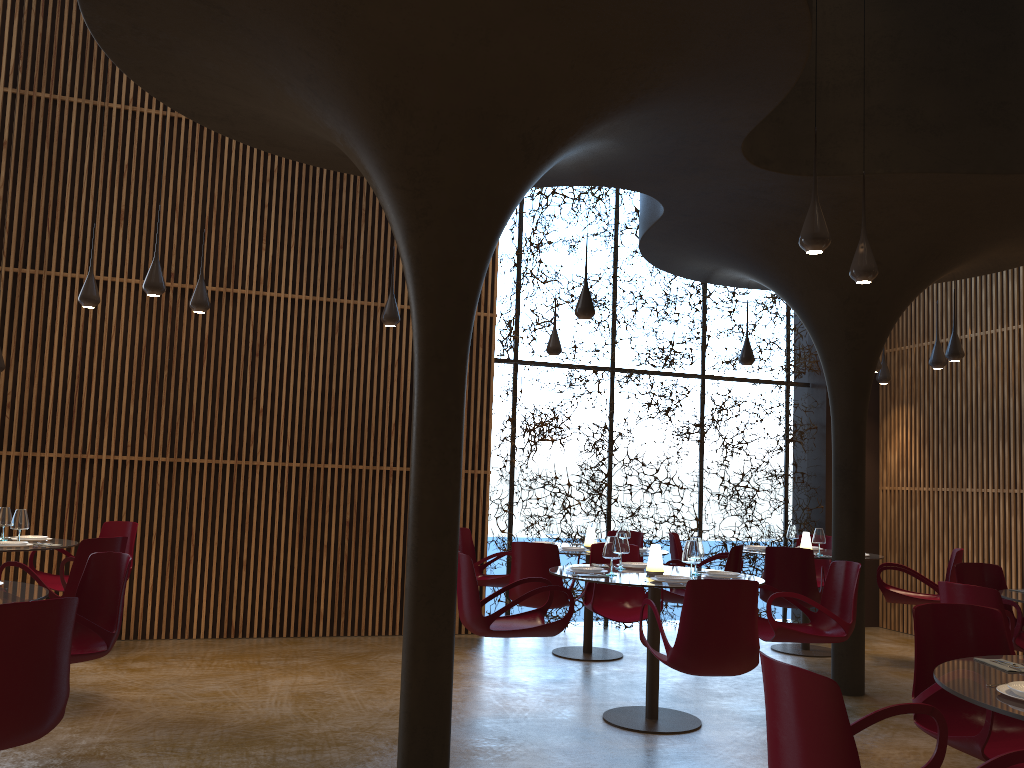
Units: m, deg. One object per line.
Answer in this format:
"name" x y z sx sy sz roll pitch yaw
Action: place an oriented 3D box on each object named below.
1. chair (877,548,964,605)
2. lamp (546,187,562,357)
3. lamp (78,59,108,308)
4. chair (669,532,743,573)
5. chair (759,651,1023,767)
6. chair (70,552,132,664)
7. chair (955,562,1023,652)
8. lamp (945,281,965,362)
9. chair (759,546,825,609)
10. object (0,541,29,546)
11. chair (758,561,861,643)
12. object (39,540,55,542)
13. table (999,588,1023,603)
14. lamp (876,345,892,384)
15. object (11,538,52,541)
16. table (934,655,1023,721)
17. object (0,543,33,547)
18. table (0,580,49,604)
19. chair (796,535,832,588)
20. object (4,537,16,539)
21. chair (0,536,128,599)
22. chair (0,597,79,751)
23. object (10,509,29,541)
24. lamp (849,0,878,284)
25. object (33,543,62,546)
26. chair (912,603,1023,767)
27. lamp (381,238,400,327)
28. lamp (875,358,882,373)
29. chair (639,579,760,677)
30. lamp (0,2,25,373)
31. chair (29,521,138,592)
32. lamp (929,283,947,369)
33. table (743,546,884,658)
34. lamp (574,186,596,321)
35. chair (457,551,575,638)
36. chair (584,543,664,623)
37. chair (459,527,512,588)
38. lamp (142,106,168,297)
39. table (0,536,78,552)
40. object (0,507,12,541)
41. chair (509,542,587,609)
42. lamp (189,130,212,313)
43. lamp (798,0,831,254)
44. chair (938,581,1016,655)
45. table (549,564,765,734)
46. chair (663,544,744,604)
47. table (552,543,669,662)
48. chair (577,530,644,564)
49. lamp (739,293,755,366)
"chair" 4.478 2.105 9.739 0.872 0.634 0.626 0 -6 22
"lamp" 0.611 -3.449 10.804 0.196 6.262 0.196 1 -5 8
"lamp" -3.918 -3.848 8.704 0.196 6.262 0.196 3 -5 -10
"chair" 2.326 2.134 10.696 0.872 0.634 0.626 0 -6 17
"chair" 1.250 1.225 2.908 0.873 0.634 0.626 3 -6 -12
"chair" -2.745 1.344 5.276 0.625 0.634 0.874 -2 -7 35
"chair" 4.000 1.795 7.115 0.625 0.634 0.874 3 -6 -12
"lamp" 5.018 -3.369 10.084 0.196 6.262 0.196 2 -5 -2
"chair" 2.895 1.983 9.162 0.625 0.634 0.875 0 -6 22
"object" -4.172 1.331 7.375 0.263 0.029 0.264 2 -6 1
"chair" 2.318 1.726 7.049 0.873 0.634 0.626 3 -6 -7
"object" -4.346 1.409 8.031 0.410 0.012 0.205 0 -7 19
"table" 4.305 2.086 6.114 1.672 1.128 1.676 3 -6 -8
"lamp" 5.146 -3.121 12.267 0.196 6.262 0.196 1 -5 8
"object" -4.351 1.407 8.032 0.332 0.014 0.332 8 -9 -43
"table" 2.381 1.674 3.054 1.672 1.128 1.676 2 -6 2
"object" -4.172 1.341 7.375 0.332 0.014 0.332 1 -6 7
"table" -3.263 1.614 4.359 1.673 1.128 1.676 -2 -7 36
"chair" 3.787 2.246 11.224 0.625 0.634 0.874 -1 -7 27
"object" -4.621 1.420 8.168 0.126 0.017 0.262 -1 -7 23
"chair" -3.525 1.515 7.060 0.872 0.634 0.626 0 -6 22
"chair" -2.263 1.187 3.712 0.873 0.634 0.626 -1 -7 30
"object" -4.226 1.228 7.611 0.142 0.295 0.142 3 -5 -13
"lamp" 2.630 -3.844 6.608 0.196 6.262 0.196 1 -5 18
"object" -3.993 1.381 7.616 0.262 0.017 0.127 -2 -8 33
"chair" 2.249 1.394 4.095 0.625 0.634 0.875 2 -6 -2
"lamp" -1.105 -3.697 9.140 0.196 6.262 0.196 7 -7 -42
"lamp" 4.571 -3.261 11.197 0.196 6.262 0.196 1 -5 8
"chair" 1.240 1.543 5.759 0.625 0.634 0.874 3 -6 -7
"lamp" -4.828 -3.213 8.702 0.196 6.262 0.196 7 -7 -42
"chair" -4.109 1.670 8.640 0.625 0.634 0.875 0 -6 22
"lamp" 5.121 -3.298 10.691 0.196 6.262 0.196 5 -6 -32
"table" 3.394 2.514 10.247 1.672 1.128 1.676 -1 -6 24
"lamp" 0.783 -3.707 8.435 0.196 6.262 0.196 0 -5 27
"chair" -0.022 1.614 6.806 0.873 0.634 0.626 3 -6 -12
"chair" 0.977 1.783 7.992 0.625 0.634 0.875 2 -6 -2
"chair" -0.238 1.964 10.014 0.872 0.634 0.626 0 -6 17
"lamp" -3.025 -3.891 8.031 0.196 6.262 0.196 1 -5 10
"table" -4.662 1.919 7.543 1.672 1.128 1.676 -1 -7 28
"object" -4.558 1.253 7.949 0.142 0.295 0.142 2 -5 0
"chair" 0.332 1.814 8.479 0.625 0.634 0.875 0 -6 22
"lamp" -2.884 -3.804 8.763 0.196 6.262 0.196 3 -5 -10
"lamp" 2.025 -3.949 5.863 0.196 6.262 0.196 1 -5 18
"chair" 3.224 1.617 5.773 0.873 0.634 0.626 4 -6 -22
"table" 1.109 2.063 6.951 1.672 1.128 1.676 2 -6 2
"chair" 1.915 1.936 9.057 0.872 0.634 0.626 0 -6 22
"table" 0.831 2.344 9.564 1.672 1.128 1.676 -1 -6 24
"chair" 1.224 2.077 10.541 0.625 0.634 0.874 -1 -7 27
"lamp" 2.965 -3.338 11.033 0.196 6.262 0.196 1 -5 8
